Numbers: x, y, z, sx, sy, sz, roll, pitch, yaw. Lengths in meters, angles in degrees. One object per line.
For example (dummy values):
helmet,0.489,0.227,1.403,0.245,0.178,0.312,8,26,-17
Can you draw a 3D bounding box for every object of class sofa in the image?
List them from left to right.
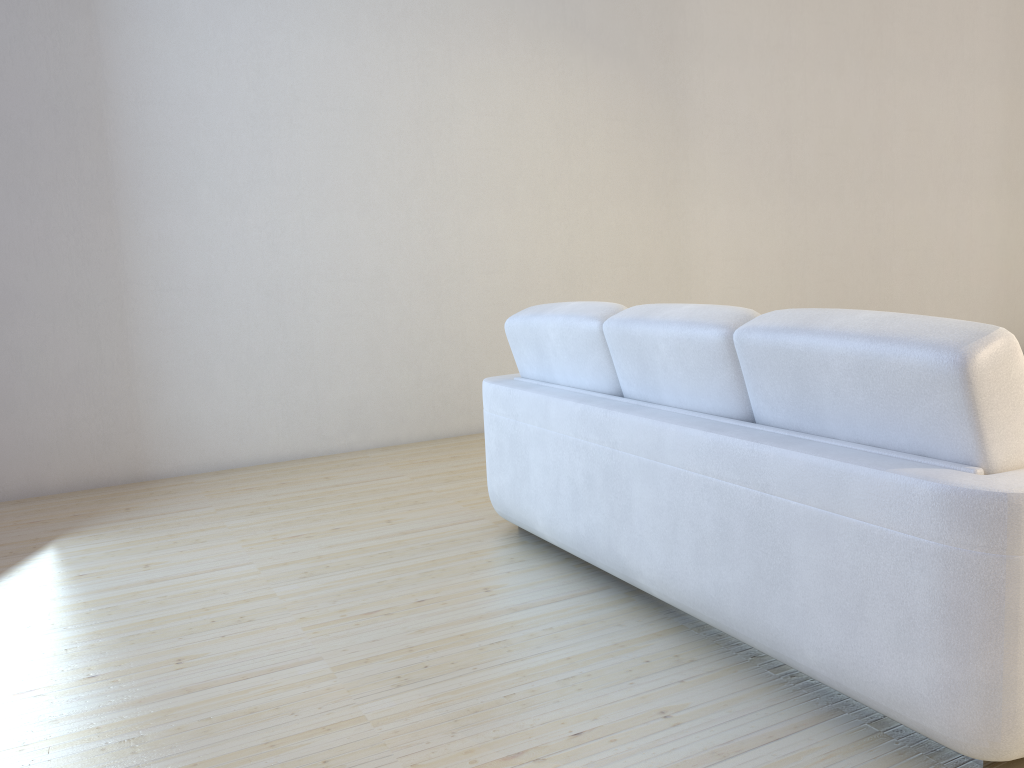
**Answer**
sofa,0.758,0.176,2.638,0.941,0.862,2.166,-7,9,-27
